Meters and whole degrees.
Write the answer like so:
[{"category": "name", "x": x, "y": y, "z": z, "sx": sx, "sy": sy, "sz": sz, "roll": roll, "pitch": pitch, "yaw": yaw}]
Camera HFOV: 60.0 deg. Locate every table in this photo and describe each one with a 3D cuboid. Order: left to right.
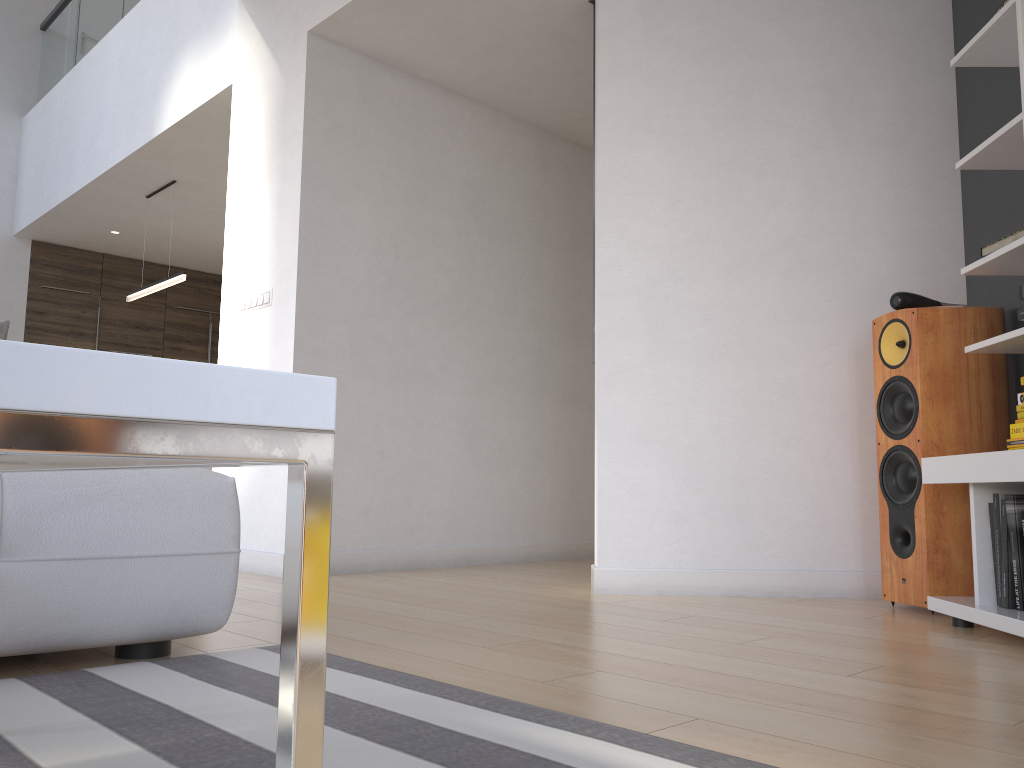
[{"category": "table", "x": -0.880, "y": 0.204, "z": 0.535, "sx": 1.091, "sy": 0.435, "sz": 1.091, "roll": 7, "pitch": -10, "yaw": -43}]

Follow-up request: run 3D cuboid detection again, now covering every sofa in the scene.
[{"category": "sofa", "x": -1.809, "y": 0.093, "z": 0.855, "sx": 3.424, "sy": 0.732, "sz": 2.614, "roll": 7, "pitch": -10, "yaw": -43}]

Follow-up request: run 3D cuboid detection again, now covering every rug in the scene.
[{"category": "rug", "x": -0.798, "y": 0.456, "z": 0.756, "sx": 2.326, "sy": 0.016, "sz": 1.662, "roll": 7, "pitch": -10, "yaw": -43}]

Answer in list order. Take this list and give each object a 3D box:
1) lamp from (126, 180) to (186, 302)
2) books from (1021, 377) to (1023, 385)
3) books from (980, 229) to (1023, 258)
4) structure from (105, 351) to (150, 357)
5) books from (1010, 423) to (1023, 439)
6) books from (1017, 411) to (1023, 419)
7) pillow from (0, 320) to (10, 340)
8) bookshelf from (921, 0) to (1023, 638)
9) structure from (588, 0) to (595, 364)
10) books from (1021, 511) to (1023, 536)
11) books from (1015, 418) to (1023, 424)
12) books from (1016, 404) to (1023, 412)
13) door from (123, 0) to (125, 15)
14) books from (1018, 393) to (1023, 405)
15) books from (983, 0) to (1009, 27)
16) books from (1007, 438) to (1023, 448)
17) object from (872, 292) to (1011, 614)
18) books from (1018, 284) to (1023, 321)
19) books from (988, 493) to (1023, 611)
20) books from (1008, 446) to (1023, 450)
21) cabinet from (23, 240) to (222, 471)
[{"category": "lamp", "x": -2.516, "y": -1.027, "z": 6.296, "sx": 0.020, "sy": 0.756, "sz": 0.998, "roll": 7, "pitch": -10, "yaw": -43}, {"category": "books", "x": 1.592, "y": -0.022, "z": 2.522, "sx": 0.171, "sy": 0.024, "sz": 0.234, "roll": 0, "pitch": -7, "yaw": 5}, {"category": "books", "x": 1.564, "y": -0.407, "z": 2.602, "sx": 0.266, "sy": 0.030, "sz": 0.209, "roll": 1, "pitch": -7, "yaw": -5}, {"category": "structure", "x": -3.686, "y": -0.043, "z": 8.333, "sx": 0.595, "sy": 0.430, "sz": 0.459, "roll": 7, "pitch": -10, "yaw": -43}, {"category": "books", "x": 1.582, "y": 0.128, "z": 2.517, "sx": 0.198, "sy": 0.044, "sz": 0.255, "roll": 1, "pitch": -7, "yaw": 1}, {"category": "books", "x": 1.577, "y": 0.082, "z": 2.535, "sx": 0.152, "sy": 0.024, "sz": 0.228, "roll": 0, "pitch": -7, "yaw": 5}, {"category": "pillow", "x": -2.139, "y": -0.139, "z": 1.242, "sx": 0.647, "sy": 0.453, "sz": 2.953, "roll": -4, "pitch": -8, "yaw": 34}, {"category": "bookshelf", "x": 1.474, "y": -0.472, "z": 1.329, "sx": 0.455, "sy": 2.052, "sz": 3.000, "roll": 1, "pitch": -7, "yaw": 1}, {"category": "structure", "x": 2.801, "y": -1.268, "z": 4.220, "sx": 4.190, "sy": 4.339, "sz": 2.823, "roll": 7, "pitch": -10, "yaw": -43}, {"category": "books", "x": 1.470, "y": 0.472, "z": 2.355, "sx": 0.202, "sy": 0.268, "sz": 0.053, "roll": 1, "pitch": -7, "yaw": 1}, {"category": "books", "x": 1.597, "y": 0.099, "z": 2.523, "sx": 0.198, "sy": 0.015, "sz": 0.263, "roll": 0, "pitch": -7, "yaw": 4}, {"category": "books", "x": 1.595, "y": 0.060, "z": 2.525, "sx": 0.180, "sy": 0.019, "sz": 0.251, "roll": 1, "pitch": -7, "yaw": 1}, {"category": "door", "x": -3.669, "y": -3.094, "z": 8.364, "sx": 0.974, "sy": 2.136, "sz": 0.085, "roll": 7, "pitch": -10, "yaw": -43}, {"category": "books", "x": 1.593, "y": 0.032, "z": 2.518, "sx": 0.185, "sy": 0.035, "sz": 0.250, "roll": 0, "pitch": -7, "yaw": 4}, {"category": "books", "x": 1.562, "y": -1.117, "z": 2.626, "sx": 0.208, "sy": 0.046, "sz": 0.268, "roll": 0, "pitch": -7, "yaw": 5}, {"category": "books", "x": 1.577, "y": 0.163, "z": 2.514, "sx": 0.213, "sy": 0.025, "sz": 0.269, "roll": 0, "pitch": -7, "yaw": 4}, {"category": "object", "x": 1.523, "y": 0.226, "z": 3.063, "sx": 0.434, "sy": 1.088, "sz": 0.290, "roll": 2, "pitch": -7, "yaw": -14}, {"category": "books", "x": 1.590, "y": -0.233, "z": 2.389, "sx": 0.277, "sy": 0.137, "sz": 0.343, "roll": 1, "pitch": -7, "yaw": 1}, {"category": "books", "x": 1.477, "y": 0.461, "z": 2.446, "sx": 0.259, "sy": 0.321, "sz": 0.128, "roll": 1, "pitch": -7, "yaw": 1}, {"category": "books", "x": 1.568, "y": 0.189, "z": 2.508, "sx": 0.204, "sy": 0.029, "sz": 0.270, "roll": 0, "pitch": -7, "yaw": 6}, {"category": "cabinet", "x": -1.829, "y": -0.096, "z": 6.602, "sx": 2.402, "sy": 2.501, "sz": 4.694, "roll": 7, "pitch": -10, "yaw": -43}]
